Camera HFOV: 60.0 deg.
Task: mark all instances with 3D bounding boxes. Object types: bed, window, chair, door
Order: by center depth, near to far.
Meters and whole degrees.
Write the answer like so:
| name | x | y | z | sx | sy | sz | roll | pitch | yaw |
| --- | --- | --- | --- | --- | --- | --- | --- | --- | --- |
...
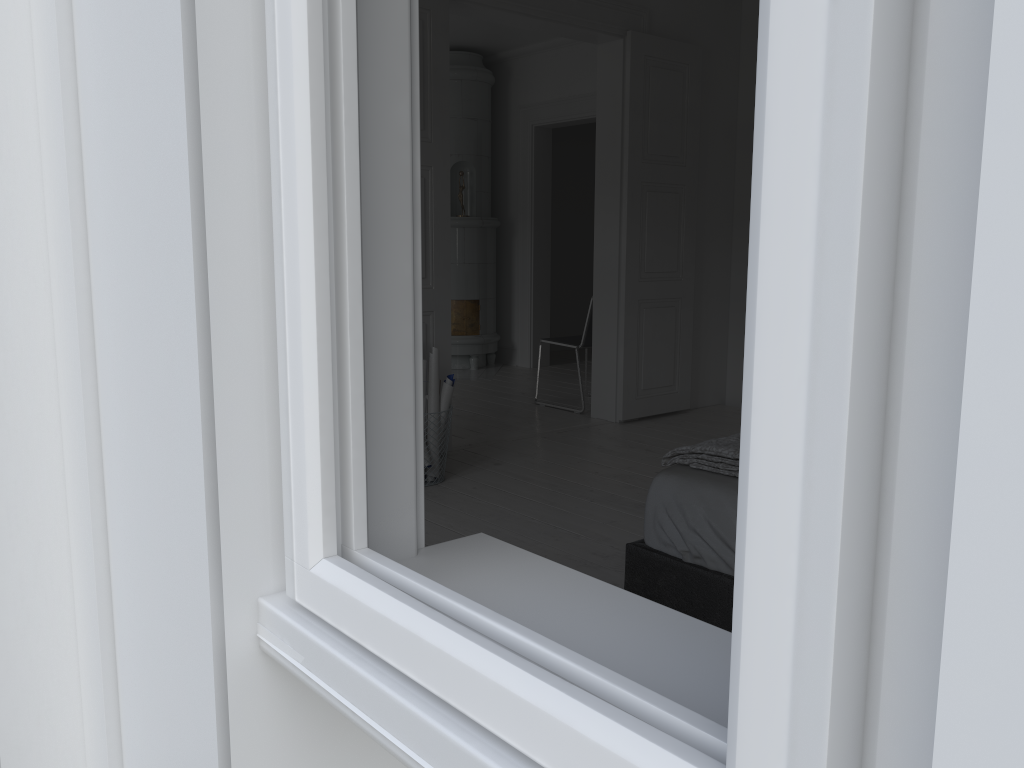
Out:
| name | x | y | z | sx | sy | sz | roll | pitch | yaw |
| --- | --- | --- | --- | --- | --- | --- | --- | --- | --- |
| window | 0.172 | -0.516 | 0.241 | 0.079 | 1.536 | 1.047 | -7 | 11 | -39 |
| bed | 1.606 | 0.210 | 2.062 | 1.888 | 1.168 | 2.177 | -7 | 11 | -39 |
| door | -0.548 | -0.758 | 4.296 | 0.034 | 2.325 | 0.678 | 8 | 11 | 40 |
| door | 0.936 | -0.953 | 5.582 | 0.666 | 2.325 | 0.034 | -7 | 11 | -40 |
| chair | 0.524 | -0.250 | 6.175 | 0.562 | 0.797 | 0.525 | -7 | 11 | -39 |

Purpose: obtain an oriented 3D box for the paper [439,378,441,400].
| name | x | y | z | sx | sy | sz | roll | pitch | yaw |
| --- | --- | --- | --- | --- | --- | --- | --- | --- | --- |
| paper | -0.387 | 0.204 | 4.307 | 0.057 | 0.464 | 0.123 | 4 | 9 | 22 |

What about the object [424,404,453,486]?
| name | x | y | z | sx | sy | sz | roll | pitch | yaw |
| --- | --- | --- | --- | --- | --- | --- | --- | --- | --- |
| object | -0.466 | 0.280 | 4.200 | 0.375 | 0.350 | 0.374 | -7 | 11 | -38 |

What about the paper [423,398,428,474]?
| name | x | y | z | sx | sy | sz | roll | pitch | yaw |
| --- | --- | --- | --- | --- | --- | --- | --- | --- | --- |
| paper | -0.434 | 0.258 | 4.198 | 0.078 | 0.389 | 0.234 | -1 | 9 | -10 |

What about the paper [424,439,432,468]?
| name | x | y | z | sx | sy | sz | roll | pitch | yaw |
| --- | --- | --- | --- | --- | --- | --- | --- | --- | --- |
| paper | -0.453 | 0.183 | 4.153 | 0.049 | 0.403 | 0.244 | -6 | 11 | -37 |

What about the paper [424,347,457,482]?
| name | x | y | z | sx | sy | sz | roll | pitch | yaw |
| --- | --- | --- | --- | --- | --- | --- | --- | --- | --- |
| paper | -0.483 | 0.056 | 4.189 | 0.431 | 0.793 | 0.181 | 1 | 9 | 3 |

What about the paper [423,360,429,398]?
| name | x | y | z | sx | sy | sz | roll | pitch | yaw |
| --- | --- | --- | --- | --- | --- | --- | --- | --- | --- |
| paper | -0.436 | 0.161 | 4.274 | 0.060 | 0.553 | 0.153 | 1 | 9 | 5 |

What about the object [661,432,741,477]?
| name | x | y | z | sx | sy | sz | roll | pitch | yaw |
| --- | --- | --- | --- | --- | --- | --- | --- | --- | --- |
| object | 1.071 | 0.130 | 2.710 | 1.460 | 0.104 | 0.405 | -7 | 12 | -40 |

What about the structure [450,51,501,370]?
| name | x | y | z | sx | sy | sz | roll | pitch | yaw |
| --- | --- | --- | --- | --- | --- | --- | --- | --- | --- |
| structure | -0.496 | -1.522 | 7.989 | 0.788 | 2.741 | 0.788 | 6 | 10 | 32 |
